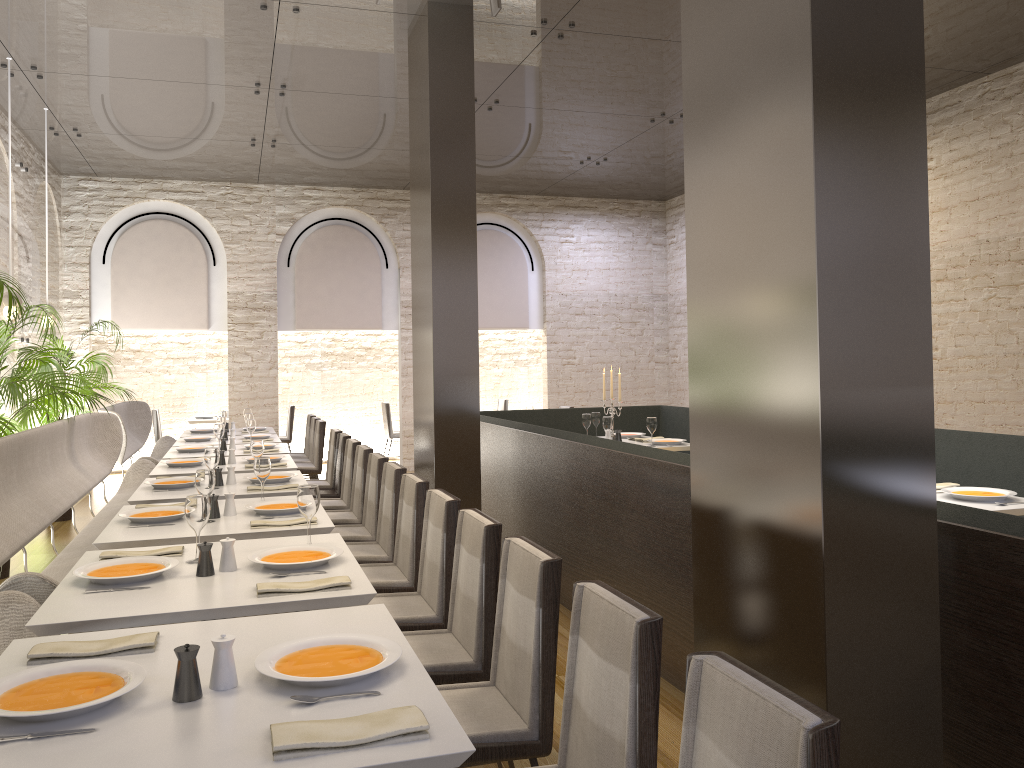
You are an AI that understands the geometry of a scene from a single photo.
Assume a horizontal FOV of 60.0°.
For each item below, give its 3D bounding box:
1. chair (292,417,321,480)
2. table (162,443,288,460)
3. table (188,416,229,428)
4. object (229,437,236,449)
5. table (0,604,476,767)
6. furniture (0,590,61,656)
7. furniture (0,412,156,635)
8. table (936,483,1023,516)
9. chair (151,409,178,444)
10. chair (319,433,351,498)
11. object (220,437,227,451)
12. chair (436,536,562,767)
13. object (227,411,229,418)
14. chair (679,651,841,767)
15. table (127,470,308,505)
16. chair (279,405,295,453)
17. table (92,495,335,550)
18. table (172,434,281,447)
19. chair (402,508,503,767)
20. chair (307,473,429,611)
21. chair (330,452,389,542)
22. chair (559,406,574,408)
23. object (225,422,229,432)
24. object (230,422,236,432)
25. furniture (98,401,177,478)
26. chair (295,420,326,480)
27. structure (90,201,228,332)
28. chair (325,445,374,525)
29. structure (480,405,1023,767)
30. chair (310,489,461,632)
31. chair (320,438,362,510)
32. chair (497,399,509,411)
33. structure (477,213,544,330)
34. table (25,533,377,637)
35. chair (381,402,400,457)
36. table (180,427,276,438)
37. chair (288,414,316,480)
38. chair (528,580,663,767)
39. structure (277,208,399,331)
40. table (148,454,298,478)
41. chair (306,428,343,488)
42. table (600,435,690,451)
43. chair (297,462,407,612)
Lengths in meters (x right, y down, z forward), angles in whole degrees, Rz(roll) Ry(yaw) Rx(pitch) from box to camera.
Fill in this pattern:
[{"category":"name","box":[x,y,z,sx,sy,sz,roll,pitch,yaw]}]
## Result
[{"category":"chair","box":[-2.289,0.813,9.273,0.566,0.906,0.411,-1,-1,-17]},{"category":"table","box":[-2.364,0.929,7.367,0.936,0.760,1.010,-1,0,-17]},{"category":"table","box":[-3.952,0.848,12.228,0.936,0.760,1.010,-1,0,-17]},{"category":"object","box":[-2.324,0.493,7.367,0.059,0.109,0.059,-1,-1,18]},{"category":"table","box":[-0.653,1.021,1.882,0.936,0.760,1.010,-1,0,-17]},{"category":"furniture","box":[-1.149,0.882,0.932,0.709,1.098,4.474,-1,1,-17]},{"category":"furniture","box":[-2.531,0.808,5.360,0.709,1.098,4.474,-1,1,-17]},{"category":"table","box":[1.587,0.913,5.012,1.101,0.760,2.537,-1,1,-17]},{"category":"chair","box":[-4.580,0.791,12.028,0.566,0.906,0.411,-1,-1,-17]},{"category":"chair","box":[-1.537,0.853,6.861,0.566,0.906,0.411,-1,-1,-17]},{"category":"object","box":[-2.378,0.496,7.302,0.059,0.109,0.059,-1,-1,18]},{"category":"chair","box":[-0.166,0.927,2.470,0.566,0.906,0.411,-1,-1,-17]},{"category":"object","box":[-3.912,0.413,12.228,0.059,0.109,0.059,-1,-1,-15]},{"category":"chair","box":[0.179,0.946,1.363,0.566,0.906,0.411,-1,-1,-17]},{"category":"table","box":[-1.682,0.965,5.183,0.936,0.760,1.010,-1,0,-17]},{"category":"chair","box":[-3.328,0.761,12.419,0.566,0.906,0.411,-1,-1,-17]},{"category":"table","box":[-1.336,0.984,4.074,0.936,0.760,1.010,-1,0,-17]},{"category":"table","box":[-2.693,0.911,8.420,0.936,0.760,1.010,-1,0,-17]},{"category":"chair","box":[-0.335,0.918,3.010,0.566,0.906,0.411,-1,-1,-17]},{"category":"chair","box":[-0.681,0.899,4.117,0.566,0.906,0.411,-1,-1,-17]},{"category":"chair","box":[-1.015,0.881,5.190,0.566,0.906,0.411,-1,-1,-17]},{"category":"chair","box":[0.447,0.732,10.780,0.566,0.906,0.411,-1,-1,-17]},{"category":"object","box":[-3.046,0.459,9.443,0.059,0.109,0.059,-1,-1,18]},{"category":"object","box":[-2.993,0.457,9.508,0.059,0.109,0.059,-1,-1,18]},{"category":"furniture","box":[-3.625,0.749,8.869,0.707,1.098,2.583,-1,1,-17]},{"category":"chair","box":[-2.122,0.822,8.738,0.566,0.906,0.411,-1,-1,-17]},{"category":"structure","box":[-4.516,-1.510,11.371,1.634,1.676,0.097,-1,-1,-17]},{"category":"chair","box":[-1.192,0.872,5.755,0.566,0.906,0.411,-1,-1,-17]},{"category":"structure","box":[2.073,0.817,3.518,2.372,1.001,10.743,-1,1,-17]},{"category":"chair","box":[-0.504,0.909,3.550,0.566,0.906,0.411,-1,-1,-17]},{"category":"chair","box":[-1.361,0.863,6.298,0.566,0.906,0.411,-1,-1,-17]},{"category":"chair","box":[-0.354,0.689,13.348,0.566,0.906,0.411,-1,-1,-17]},{"category":"structure","box":[-0.334,-1.611,12.677,1.634,1.676,0.097,-1,-1,-17]},{"category":"table","box":[-0.990,1.003,2.963,0.936,0.760,1.010,-1,0,-17]},{"category":"chair","box":[-1.606,0.719,12.957,0.566,0.906,0.411,-1,-1,-17]},{"category":"table","box":[-3.032,0.893,9.509,0.936,0.760,1.010,-1,0,-17]},{"category":"chair","box":[-2.461,0.803,9.824,0.566,0.906,0.411,-1,-1,-17]},{"category":"chair","box":[0.011,0.937,1.902,0.566,0.906,0.411,-1,-1,-17]},{"category":"structure","box":[-2.358,-1.563,12.045,1.634,1.676,0.097,-1,-1,-17]},{"category":"table","box":[-2.031,0.947,6.300,0.936,0.760,1.010,-1,0,-17]},{"category":"chair","box":[-1.703,0.844,7.393,0.566,0.906,0.411,-1,-1,-17]},{"category":"table","box":[0.826,0.872,7.452,1.101,0.760,1.188,-1,1,-17]},{"category":"chair","box":[-0.848,0.890,4.652,0.566,0.906,0.411,-1,-1,-17]}]
